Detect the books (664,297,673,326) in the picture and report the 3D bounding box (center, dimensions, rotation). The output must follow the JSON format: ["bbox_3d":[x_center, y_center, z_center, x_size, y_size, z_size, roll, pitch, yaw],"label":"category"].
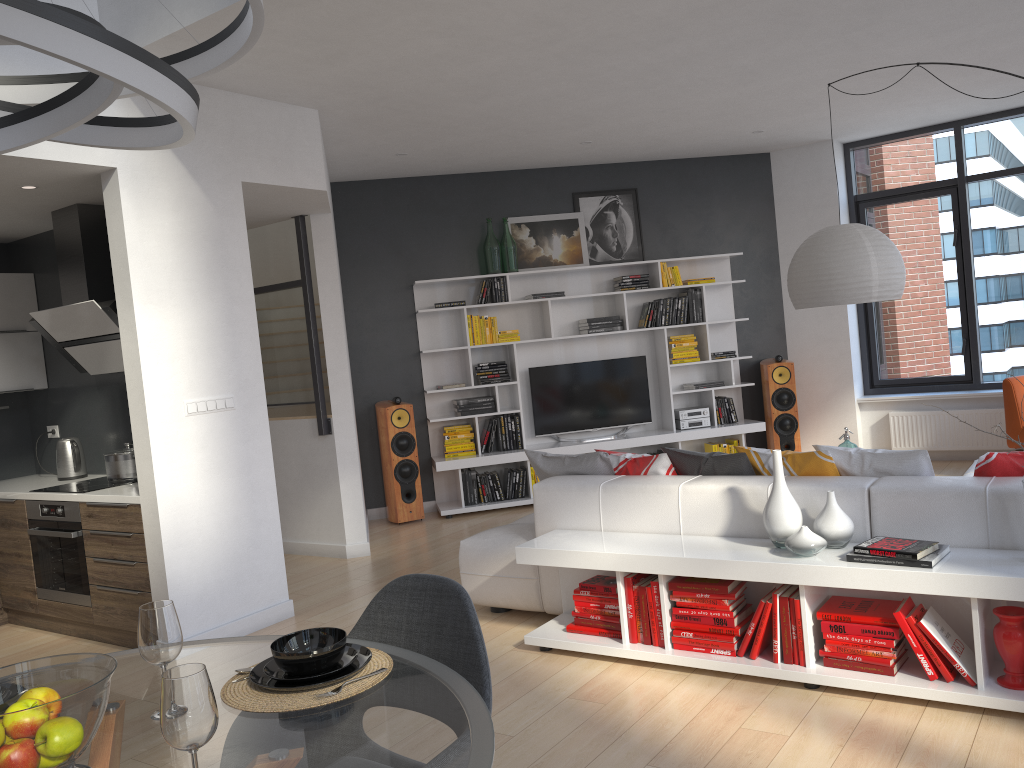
[{"bbox_3d":[1.427,-0.661,8.138,0.066,0.260,0.197,-6,3,-10],"label":"books"}]

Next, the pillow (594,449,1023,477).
[{"bbox_3d":[1.404,0.501,4.134,2.250,0.449,0.575,-4,3,33],"label":"pillow"}]

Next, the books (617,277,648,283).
[{"bbox_3d":[1.094,-0.942,8.083,0.246,0.026,0.180,-6,3,-7],"label":"books"}]

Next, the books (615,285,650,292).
[{"bbox_3d":[1.096,-0.863,8.089,0.284,0.030,0.214,-6,3,-6],"label":"books"}]

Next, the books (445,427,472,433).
[{"bbox_3d":[-0.473,0.404,7.869,0.234,0.024,0.171,-6,3,-6],"label":"books"}]

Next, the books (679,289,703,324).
[{"bbox_3d":[1.655,-0.713,8.202,0.128,0.321,0.259,-6,3,-10],"label":"books"}]

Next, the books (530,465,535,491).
[{"bbox_3d":[0.167,0.855,7.830,0.029,0.270,0.204,-6,3,-10],"label":"books"}]

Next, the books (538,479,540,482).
[{"bbox_3d":[0.236,0.853,7.869,0.066,0.258,0.198,-6,3,-10],"label":"books"}]

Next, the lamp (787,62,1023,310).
[{"bbox_3d":[2.299,-0.283,3.587,0.710,2.647,3.199,-7,3,-19],"label":"lamp"}]

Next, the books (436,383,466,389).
[{"bbox_3d":[-0.538,0.019,7.813,0.209,0.030,0.266,-7,3,-16],"label":"books"}]

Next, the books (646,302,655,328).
[{"bbox_3d":[1.245,-0.627,8.108,0.096,0.234,0.187,-6,3,-9],"label":"books"}]

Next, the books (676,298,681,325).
[{"bbox_3d":[1.499,-0.661,8.135,0.071,0.243,0.179,-6,3,-11],"label":"books"}]

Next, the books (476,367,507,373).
[{"bbox_3d":[-0.185,-0.127,7.881,0.264,0.020,0.189,-6,3,-6],"label":"books"}]

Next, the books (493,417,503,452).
[{"bbox_3d":[-0.124,0.446,7.906,0.028,0.301,0.213,-6,3,-10],"label":"books"}]

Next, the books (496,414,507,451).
[{"bbox_3d":[-0.095,0.434,7.916,0.034,0.314,0.237,-6,3,-10],"label":"books"}]

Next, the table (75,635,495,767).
[{"bbox_3d":[-0.736,1.056,1.501,1.499,0.764,1.499,-5,3,24],"label":"table"}]

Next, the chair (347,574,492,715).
[{"bbox_3d":[-0.342,0.939,1.967,0.655,0.891,0.619,-3,3,42],"label":"chair"}]

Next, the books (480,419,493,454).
[{"bbox_3d":[-0.241,0.464,7.903,0.142,0.284,0.232,-6,3,-10],"label":"books"}]

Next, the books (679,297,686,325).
[{"bbox_3d":[1.534,-0.668,8.153,0.084,0.249,0.191,-6,3,-10],"label":"books"}]

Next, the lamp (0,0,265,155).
[{"bbox_3d":[-1.120,-2.620,1.336,1.000,4.513,1.000,-4,3,37],"label":"lamp"}]

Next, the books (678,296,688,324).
[{"bbox_3d":[1.567,-0.676,8.159,0.066,0.260,0.197,-6,3,-10],"label":"books"}]

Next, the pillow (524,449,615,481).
[{"bbox_3d":[1.512,0.445,4.459,2.953,0.453,0.647,-5,3,23],"label":"pillow"}]

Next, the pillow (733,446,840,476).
[{"bbox_3d":[2.144,0.409,4.273,2.095,0.440,0.630,-6,3,-8],"label":"pillow"}]

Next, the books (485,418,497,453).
[{"bbox_3d":[-0.188,0.456,7.894,0.100,0.289,0.210,-6,3,-11],"label":"books"}]

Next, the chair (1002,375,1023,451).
[{"bbox_3d":[4.318,0.274,6.548,0.843,0.858,0.896,-7,3,-23],"label":"chair"}]

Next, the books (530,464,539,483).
[{"bbox_3d":[0.202,0.850,7.857,0.048,0.271,0.213,-6,3,-10],"label":"books"}]

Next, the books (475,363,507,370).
[{"bbox_3d":[-0.186,-0.153,7.900,0.284,0.030,0.214,-6,3,-1],"label":"books"}]

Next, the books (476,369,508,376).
[{"bbox_3d":[-0.180,-0.102,7.879,0.284,0.030,0.214,-6,3,-1],"label":"books"}]

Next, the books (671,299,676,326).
[{"bbox_3d":[1.454,-0.653,8.114,0.069,0.242,0.172,-6,3,-9],"label":"books"}]

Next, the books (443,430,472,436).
[{"bbox_3d":[-0.480,0.429,7.873,0.238,0.023,0.167,-6,3,6],"label":"books"}]

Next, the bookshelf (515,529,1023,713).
[{"bbox_3d":[1.198,0.912,3.511,2.600,0.500,0.356,-4,3,35],"label":"bookshelf"}]

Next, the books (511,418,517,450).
[{"bbox_3d":[0.002,0.443,7.930,0.028,0.272,0.200,-6,3,-10],"label":"books"}]

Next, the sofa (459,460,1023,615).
[{"bbox_3d":[1.823,0.670,4.866,3.424,0.732,2.614,-4,3,35],"label":"sofa"}]

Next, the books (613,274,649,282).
[{"bbox_3d":[1.086,-0.969,8.092,0.266,0.030,0.209,-7,3,-16],"label":"books"}]

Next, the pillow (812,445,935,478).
[{"bbox_3d":[2.446,0.356,4.361,2.156,0.456,0.580,-7,3,-29],"label":"pillow"}]

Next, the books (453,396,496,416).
[{"bbox_3d":[-0.338,0.195,7.885,0.343,0.137,0.277,-6,3,-10],"label":"books"}]

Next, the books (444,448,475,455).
[{"bbox_3d":[-0.466,0.590,7.862,0.269,0.025,0.213,-6,3,-7],"label":"books"}]

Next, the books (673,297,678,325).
[{"bbox_3d":[1.471,-0.663,8.143,0.075,0.254,0.192,-6,3,-11],"label":"books"}]

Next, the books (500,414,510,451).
[{"bbox_3d":[-0.064,0.424,7.925,0.026,0.326,0.237,-6,3,-10],"label":"books"}]

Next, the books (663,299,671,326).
[{"bbox_3d":[1.394,-0.653,8.131,0.084,0.249,0.191,-6,3,-10],"label":"books"}]

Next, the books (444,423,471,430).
[{"bbox_3d":[-0.490,0.380,7.890,0.234,0.024,0.171,-6,3,-6],"label":"books"}]

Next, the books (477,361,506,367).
[{"bbox_3d":[-0.183,-0.181,7.872,0.246,0.026,0.180,-6,3,-2],"label":"books"}]

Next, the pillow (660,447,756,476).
[{"bbox_3d":[1.672,0.456,3.951,2.120,0.436,0.608,-4,3,31],"label":"pillow"}]

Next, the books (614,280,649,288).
[{"bbox_3d":[1.089,-0.915,8.110,0.284,0.030,0.214,-6,3,-6],"label":"books"}]

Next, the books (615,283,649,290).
[{"bbox_3d":[1.092,-0.888,8.091,0.264,0.020,0.189,-6,3,-11],"label":"books"}]

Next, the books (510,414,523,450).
[{"bbox_3d":[0.040,0.428,7.938,0.051,0.297,0.230,-6,3,-10],"label":"books"}]

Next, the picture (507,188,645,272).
[{"bbox_3d":[0.575,-1.399,8.116,1.279,0.707,0.076,-6,3,-10],"label":"picture"}]

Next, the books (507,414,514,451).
[{"bbox_3d":[-0.034,0.427,7.930,0.034,0.315,0.239,-6,3,-10],"label":"books"}]

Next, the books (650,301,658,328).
[{"bbox_3d":[1.278,-0.631,8.099,0.081,0.233,0.169,-6,3,-11],"label":"books"}]

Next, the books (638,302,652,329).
[{"bbox_3d":[1.212,-0.625,8.097,0.104,0.234,0.182,-6,3,-10],"label":"books"}]

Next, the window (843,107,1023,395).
[{"bbox_3d":[4.099,-1.146,7.959,1.960,2.402,0.170,-4,3,35],"label":"window"}]

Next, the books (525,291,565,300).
[{"bbox_3d":[0.293,-0.784,7.946,0.310,0.047,0.250,-6,3,-14],"label":"books"}]

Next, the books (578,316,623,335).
[{"bbox_3d":[0.806,-0.534,8.063,0.343,0.137,0.277,-6,3,-15],"label":"books"}]

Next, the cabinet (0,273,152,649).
[{"bbox_3d":[-3.805,0.404,3.716,2.402,2.501,4.694,-4,3,35],"label":"cabinet"}]

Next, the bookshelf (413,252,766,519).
[{"bbox_3d":[0.730,-0.025,7.971,3.000,2.052,0.455,-6,3,-10],"label":"bookshelf"}]
